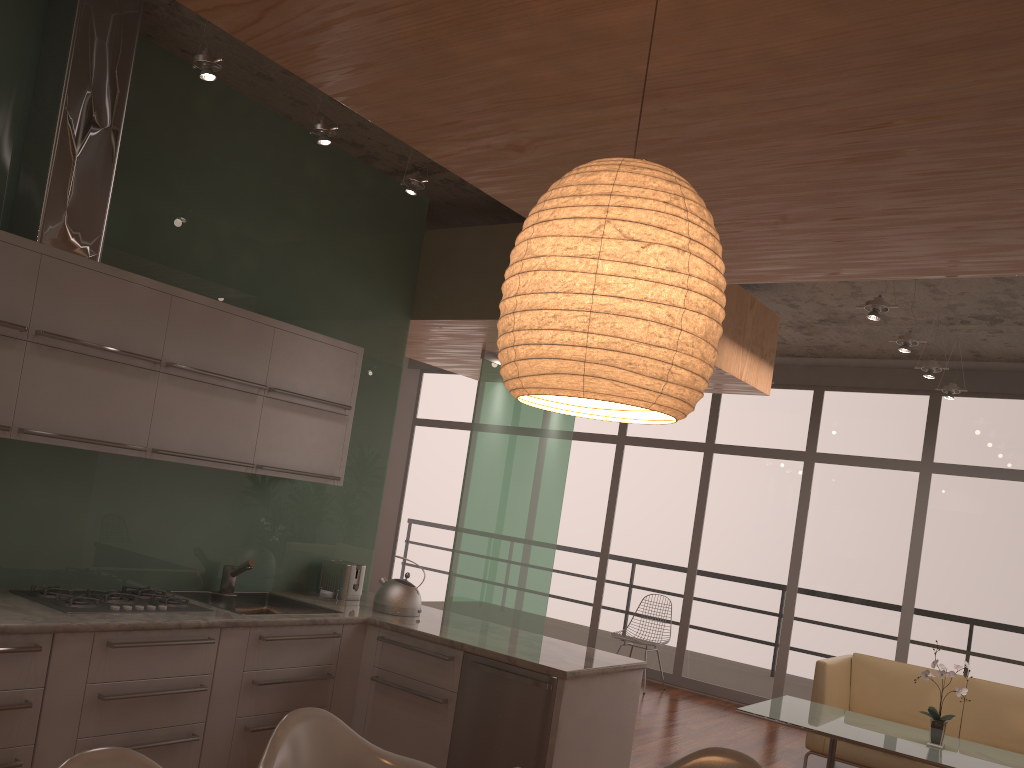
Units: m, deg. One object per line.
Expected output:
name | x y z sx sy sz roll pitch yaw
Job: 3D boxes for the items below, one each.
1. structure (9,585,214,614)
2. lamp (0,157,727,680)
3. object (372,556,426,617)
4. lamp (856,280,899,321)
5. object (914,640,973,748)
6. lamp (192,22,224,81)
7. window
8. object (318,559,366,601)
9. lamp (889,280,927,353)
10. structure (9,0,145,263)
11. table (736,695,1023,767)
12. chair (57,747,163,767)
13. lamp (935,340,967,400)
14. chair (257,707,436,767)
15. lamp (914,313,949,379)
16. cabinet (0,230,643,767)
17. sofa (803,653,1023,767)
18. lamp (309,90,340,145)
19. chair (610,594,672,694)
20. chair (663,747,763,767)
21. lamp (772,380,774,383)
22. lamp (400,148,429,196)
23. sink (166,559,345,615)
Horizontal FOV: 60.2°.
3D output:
structure | -1.708 0.920 3.804 0.489 0.038 0.682 3 -10 36
lamp | -0.368 0.435 3.349 3.214 1.340 3.092 4 -9 36
object | -0.606 1.089 4.788 0.264 0.304 0.262 12 -6 -37
lamp | 2.103 -0.604 5.032 0.199 0.480 0.134 8 -3 4
object | 2.461 1.783 5.059 0.297 0.587 0.373 7 -4 31
lamp | -1.082 -1.344 3.222 0.153 0.468 0.103 8 -3 4
window | 1.886 1.414 8.941 8.555 3.263 0.062 3 -5 36
object | -0.970 1.121 5.057 0.237 0.201 0.154 5 -6 36
lamp | 2.573 -0.442 5.693 0.199 0.480 0.134 8 -3 4
structure | -1.780 -1.064 3.605 0.255 1.128 0.264 7 -3 36
table | 2.323 2.352 5.109 1.869 0.556 0.947 3 -8 36
chair | -0.769 1.287 1.863 0.642 0.857 0.689 6 -5 31
lamp | 3.513 -0.118 7.016 0.199 0.480 0.134 8 -3 4
chair | -0.437 1.423 2.487 0.642 0.857 0.689 6 -5 31
lamp | 3.043 -0.280 6.354 0.199 0.480 0.134 8 -3 4
cabinet | -1.295 0.680 3.236 1.912 2.263 4.279 5 -7 36
sofa | 3.087 2.470 6.141 1.800 0.833 0.886 4 -7 36
lamp | -0.756 -1.232 3.681 0.153 0.468 0.103 8 -3 4
chair | 1.267 2.508 8.644 0.542 0.896 0.565 6 -5 36
chair | 0.551 1.599 2.679 0.683 0.857 0.648 7 -5 21
lamp | 2.264 -0.181 7.930 0.199 0.480 0.134 8 -3 4
lamp | -0.430 -1.119 4.140 0.153 0.468 0.103 8 -3 4
sink | -1.265 1.076 4.385 0.616 0.380 0.648 4 -8 36
